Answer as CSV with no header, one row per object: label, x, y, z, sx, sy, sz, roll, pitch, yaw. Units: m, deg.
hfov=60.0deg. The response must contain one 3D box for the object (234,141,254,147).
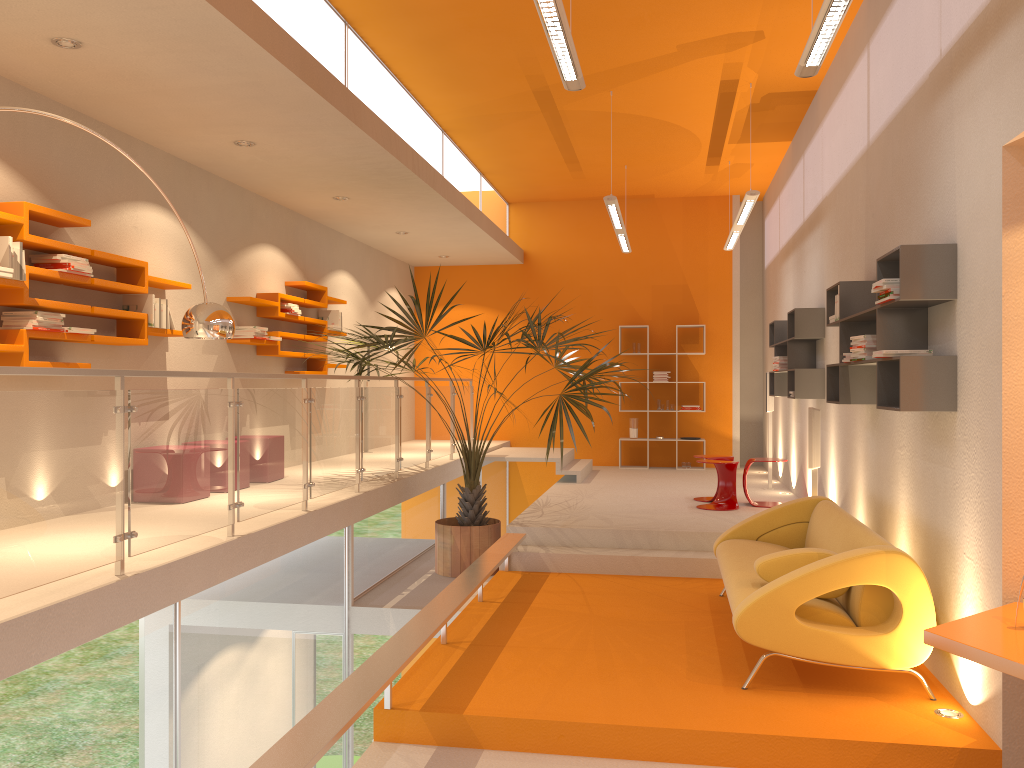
object,-1.963,-1.780,6.501,0.143,0.059,0.143,0,0,-18

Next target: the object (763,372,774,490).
object,2.898,0.528,10.013,0.116,1.317,0.111,0,0,7

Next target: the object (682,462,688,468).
object,2.179,2.440,7.130,0.129,2.692,10.507,0,0,3

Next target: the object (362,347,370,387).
object,-1.774,0.178,10.836,0.116,1.317,0.111,0,0,17

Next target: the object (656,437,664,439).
object,2.066,0.754,12.383,0.106,0.035,0.105,0,0,-36

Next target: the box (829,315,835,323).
box,2.272,-0.436,5.957,0.232,0.047,0.232,0,0,10

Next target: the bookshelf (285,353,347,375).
bookshelf,-2.054,-0.197,9.368,0.220,0.220,1.150,0,0,10

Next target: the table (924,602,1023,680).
table,1.809,1.256,2.300,0.969,0.760,2.573,0,0,10

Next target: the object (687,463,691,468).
object,1.970,2.444,5.833,0.102,2.685,13.193,0,0,4

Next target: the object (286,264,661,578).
object,-0.253,0.336,7.968,3.098,2.600,3.241,0,0,18

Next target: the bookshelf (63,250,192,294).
bookshelf,-2.623,-0.733,6.140,0.220,0.220,1.150,0,0,10

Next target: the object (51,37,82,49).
object,-2.302,-1.780,4.581,0.143,0.059,0.143,0,0,-18

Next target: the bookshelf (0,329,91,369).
bookshelf,-2.829,-0.197,4.977,0.220,0.220,1.150,0,0,10

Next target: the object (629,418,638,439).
object,1.718,0.626,12.513,0.129,0.291,0.129,0,0,38

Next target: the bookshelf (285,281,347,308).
bookshelf,-2.054,-0.911,9.368,0.220,0.220,1.150,0,0,10

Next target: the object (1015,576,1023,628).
object,1.866,0.732,3.157,0.101,0.288,0.088,0,0,-20

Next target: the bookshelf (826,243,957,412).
bookshelf,2.137,-0.264,5.163,0.252,0.790,2.000,0,0,10

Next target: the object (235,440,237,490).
object,-2.344,0.643,7.011,0.390,0.377,0.390,0,0,10

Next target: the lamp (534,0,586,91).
lamp,0.072,-2.139,3.344,0.120,1.052,3.195,0,0,10

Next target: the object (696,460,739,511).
object,1.975,0.961,8.498,0.391,0.450,0.420,0,0,40

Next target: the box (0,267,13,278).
box,-2.827,-0.598,4.697,0.232,0.047,0.232,0,0,10

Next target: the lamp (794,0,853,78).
lamp,1.282,-2.139,3.130,0.120,1.052,3.195,0,0,10

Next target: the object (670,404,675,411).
object,2.382,2.035,8.581,0.190,3.502,7.694,0,0,-1

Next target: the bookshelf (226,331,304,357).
bookshelf,-2.259,-0.375,8.205,0.220,0.220,1.150,0,0,10

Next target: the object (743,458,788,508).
object,2.482,0.961,8.689,0.420,0.450,0.391,0,0,10

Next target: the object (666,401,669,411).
object,0.102,2.534,9.308,0.870,4.604,7.392,0,0,40

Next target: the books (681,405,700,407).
books,2.478,0.309,12.313,0.227,0.017,0.230,0,0,5

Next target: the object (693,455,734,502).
object,2.060,0.961,9.042,0.391,0.450,0.420,0,0,-20

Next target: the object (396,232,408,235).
object,-1.285,-1.780,10.342,0.143,0.059,0.143,0,0,-18

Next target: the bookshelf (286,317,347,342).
bookshelf,-2.054,-0.555,9.368,0.220,0.220,1.150,0,0,10

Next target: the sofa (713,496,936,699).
sofa,1.703,1.127,5.197,0.929,0.706,2.081,0,0,10

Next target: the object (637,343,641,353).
object,0.230,2.124,9.448,0.351,5.384,6.779,0,0,30

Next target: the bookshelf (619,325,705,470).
bookshelf,2.766,1.486,11.420,1.107,4.600,3.516,0,0,-32

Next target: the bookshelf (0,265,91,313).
bookshelf,-2.829,-0.555,4.977,0.220,0.220,1.150,0,0,10

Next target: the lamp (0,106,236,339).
lamp,-2.345,-0.293,4.718,0.315,2.259,2.077,0,0,33

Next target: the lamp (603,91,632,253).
lamp,1.147,-2.139,9.439,0.120,1.052,3.195,0,0,10

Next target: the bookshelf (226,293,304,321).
bookshelf,-2.259,-0.733,8.205,0.220,0.220,1.150,0,0,10

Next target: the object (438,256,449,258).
object,-0.946,-1.780,12.261,0.143,0.059,0.143,0,0,-18

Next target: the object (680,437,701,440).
object,2.488,0.761,12.366,0.294,0.020,0.294,0,0,-41

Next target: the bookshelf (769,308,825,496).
bookshelf,2.614,0.413,8.003,0.322,2.145,3.370,0,0,12

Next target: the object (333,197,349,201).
object,-1.624,-1.780,8.421,0.143,0.059,0.143,0,0,-7

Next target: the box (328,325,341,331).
box,-1.981,-0.598,9.496,0.232,0.047,0.232,0,0,10

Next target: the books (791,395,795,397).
books,2.612,0.108,7.952,0.190,0.015,0.254,0,0,11

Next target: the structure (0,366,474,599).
structure,-1.516,0.386,5.380,0.195,0.900,11.050,0,0,10

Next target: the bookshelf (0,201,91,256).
bookshelf,-2.829,-0.911,4.977,0.220,0.220,1.150,0,0,10

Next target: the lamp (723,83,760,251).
lamp,2.358,-2.139,9.226,0.120,1.052,3.195,0,0,10

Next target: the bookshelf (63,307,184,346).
bookshelf,-2.623,-0.375,6.140,0.220,0.220,1.150,0,0,10

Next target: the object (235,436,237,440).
object,-2.226,0.643,7.676,0.390,0.377,0.390,0,0,5
